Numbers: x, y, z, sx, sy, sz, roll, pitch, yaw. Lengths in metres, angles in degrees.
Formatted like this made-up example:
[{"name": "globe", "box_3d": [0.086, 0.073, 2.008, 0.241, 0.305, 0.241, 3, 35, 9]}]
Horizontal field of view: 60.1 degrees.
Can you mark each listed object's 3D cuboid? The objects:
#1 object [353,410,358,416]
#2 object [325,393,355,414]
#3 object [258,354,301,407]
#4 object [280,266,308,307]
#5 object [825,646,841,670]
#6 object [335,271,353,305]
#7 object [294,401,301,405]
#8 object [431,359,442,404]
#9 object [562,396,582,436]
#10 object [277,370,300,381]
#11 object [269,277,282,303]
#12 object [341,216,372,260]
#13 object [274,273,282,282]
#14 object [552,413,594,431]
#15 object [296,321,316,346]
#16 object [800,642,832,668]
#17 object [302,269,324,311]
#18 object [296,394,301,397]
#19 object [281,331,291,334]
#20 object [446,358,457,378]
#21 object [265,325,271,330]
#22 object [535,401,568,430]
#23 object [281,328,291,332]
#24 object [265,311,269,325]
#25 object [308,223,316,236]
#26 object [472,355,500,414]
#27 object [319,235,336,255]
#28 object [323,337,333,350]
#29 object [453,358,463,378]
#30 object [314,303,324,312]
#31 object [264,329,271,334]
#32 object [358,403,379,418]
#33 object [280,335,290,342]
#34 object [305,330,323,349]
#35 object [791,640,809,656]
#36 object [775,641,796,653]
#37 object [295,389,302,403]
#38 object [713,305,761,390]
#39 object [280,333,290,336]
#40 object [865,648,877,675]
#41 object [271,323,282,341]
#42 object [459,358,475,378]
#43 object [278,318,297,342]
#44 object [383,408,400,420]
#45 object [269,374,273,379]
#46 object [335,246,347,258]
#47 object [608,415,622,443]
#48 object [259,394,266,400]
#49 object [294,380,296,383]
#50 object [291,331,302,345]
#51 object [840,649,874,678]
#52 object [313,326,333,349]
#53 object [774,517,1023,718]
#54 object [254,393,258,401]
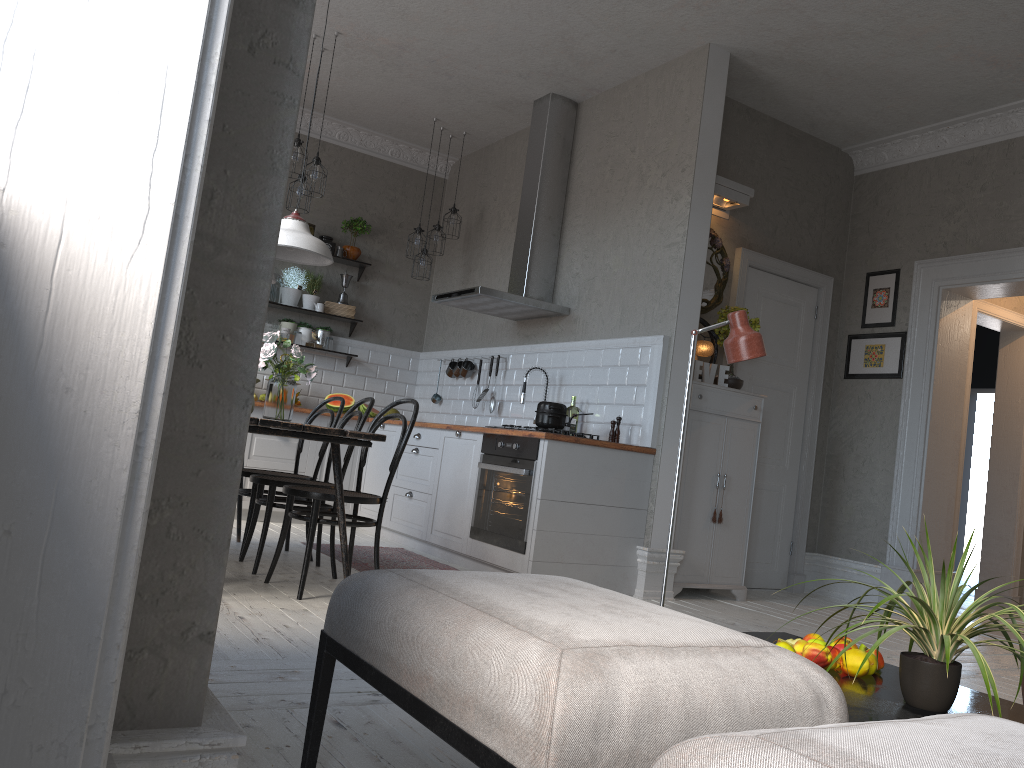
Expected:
[{"name": "object", "box_3d": [-1.304, 0.248, 7.422, 0.202, 0.067, 0.101, 10, -5, -25]}, {"name": "object", "box_3d": [-1.387, 0.158, 7.113, 0.237, 0.174, 0.216, 8, -5, -10]}, {"name": "object", "box_3d": [-1.818, -0.031, 7.038, 0.344, 0.426, 0.359, 3, -6, 43]}, {"name": "object", "box_3d": [-1.797, -0.799, 7.313, 0.247, 0.354, 0.232, 9, -5, -14]}, {"name": "object", "box_3d": [0.783, 0.673, 2.179, 0.059, 0.056, 0.059, 3, -7, 45]}, {"name": "object", "box_3d": [-1.421, -0.809, 7.519, 0.128, 0.288, 0.133, 3, -7, 43]}, {"name": "object", "box_3d": [-1.726, 0.156, 7.030, 0.089, 0.051, 0.069, 6, -5, 16]}, {"name": "object", "box_3d": [-0.617, -0.020, 7.451, 0.078, 0.379, 0.081, 11, -6, -31]}, {"name": "object", "box_3d": [0.394, 0.219, 5.662, 0.091, 0.282, 0.080, 11, -6, -31]}, {"name": "object", "box_3d": [-1.785, -0.084, 7.029, 0.214, 0.101, 0.066, 10, -5, -26]}, {"name": "object", "box_3d": [-1.921, -0.753, 7.131, 0.126, 0.206, 0.124, 8, -5, -9]}, {"name": "object", "box_3d": [-1.336, -1.230, 7.540, 0.262, 0.397, 0.239, 8, -5, -7]}, {"name": "object", "box_3d": [-1.974, -0.778, 7.272, 0.134, 0.264, 0.129, 10, -5, -26]}, {"name": "object", "box_3d": [0.334, 0.229, 5.369, 0.303, 0.134, 0.175, 7, -5, 2]}, {"name": "object", "box_3d": [-1.731, -0.412, 7.369, 0.174, 0.214, 0.147, 8, -5, -2]}, {"name": "object", "box_3d": [0.733, 0.658, 2.136, 0.068, 0.066, 0.069, 10, -5, -27]}, {"name": "object", "box_3d": [-1.656, -0.790, 7.342, 0.167, 0.380, 0.186, 6, -5, 19]}, {"name": "object", "box_3d": [-1.760, 0.082, 7.102, 0.129, 0.056, 0.058, 11, -6, -39]}, {"name": "object", "box_3d": [-1.831, -0.397, 7.150, 0.078, 0.051, 0.076, 9, -5, -13]}, {"name": "object", "box_3d": [-0.475, -0.128, 7.239, 0.110, 0.162, 0.135, 9, -5, -19]}, {"name": "object", "box_3d": [-1.974, -0.427, 7.197, 0.078, 0.083, 0.077, 9, -5, -14]}, {"name": "object", "box_3d": [0.222, 0.180, 5.033, 0.189, 0.147, 0.194, 4, -6, 38]}, {"name": "object", "box_3d": [-1.828, -0.423, 7.152, 0.075, 0.051, 0.079, 3, -6, 44]}, {"name": "object", "box_3d": [-1.990, -0.474, 7.061, 0.080, 0.217, 0.083, 3, -7, 44]}, {"name": "object", "box_3d": [-1.682, -1.264, 7.307, 0.081, 0.113, 0.084, 4, -6, 38]}, {"name": "object", "box_3d": [-0.201, -0.001, 6.687, 0.083, 0.443, 0.322, 10, -6, -31]}, {"name": "object", "box_3d": [-1.573, -1.156, 7.444, 0.145, 0.174, 0.139, 10, -6, -31]}, {"name": "object", "box_3d": [-1.527, -0.334, 7.375, 0.079, 0.108, 0.076, 11, -6, -38]}, {"name": "object", "box_3d": [-0.409, -0.128, 7.131, 0.110, 0.162, 0.134, 10, -5, -29]}, {"name": "object", "box_3d": [-1.587, -0.629, 7.311, 0.106, 0.071, 0.062, 8, -5, -2]}, {"name": "object", "box_3d": [-1.978, -0.394, 7.194, 0.078, 0.083, 0.077, 9, -5, -14]}, {"name": "object", "box_3d": [-1.144, 0.221, 7.209, 0.145, 0.127, 0.229, 3, -6, 41]}, {"name": "object", "box_3d": [-1.836, -0.363, 7.147, 0.079, 0.051, 0.075, 11, -6, -39]}, {"name": "object", "box_3d": [-1.627, -0.367, 7.333, 0.099, 0.147, 0.120, 5, -5, 26]}, {"name": "object", "box_3d": [0.724, 0.667, 2.205, 0.057, 0.058, 0.058, 3, -6, 41]}, {"name": "object", "box_3d": [0.663, 0.658, 2.165, 0.059, 0.055, 0.069, 5, -5, 26]}, {"name": "object", "box_3d": [-1.734, 0.093, 7.109, 0.061, 0.120, 0.125, 8, -5, -7]}, {"name": "object", "box_3d": [1.434, -0.224, 5.717, 0.297, 0.553, 0.341, 7, -5, 3]}, {"name": "object", "box_3d": [-1.833, -0.380, 7.148, 0.079, 0.051, 0.075, 11, -6, -39]}, {"name": "object", "box_3d": [0.868, 0.681, 2.178, 0.061, 0.063, 0.062, 8, -5, 0]}, {"name": "object", "box_3d": [-1.910, -0.417, 7.150, 0.077, 0.139, 0.080, 5, -6, 31]}, {"name": "object", "box_3d": [-0.352, -0.129, 7.020, 0.109, 0.162, 0.135, 9, -5, -14]}, {"name": "object", "box_3d": [-1.858, -0.440, 7.279, 0.153, 0.217, 0.160, 4, -6, 38]}, {"name": "object", "box_3d": [-1.008, 0.261, 7.439, 0.130, 0.119, 0.206, 6, -5, 22]}, {"name": "object", "box_3d": [-1.875, -0.038, 7.008, 0.099, 0.078, 0.098, 3, -7, 45]}, {"name": "object", "box_3d": [-1.433, -1.101, 7.418, 0.095, 0.096, 0.073, 10, -5, -31]}, {"name": "object", "box_3d": [0.604, 0.263, 5.178, 0.074, 0.167, 0.035, 11, -6, -32]}, {"name": "object", "box_3d": [-1.945, 0.112, 6.981, 0.076, 0.072, 0.151, 8, -5, -2]}, {"name": "object", "box_3d": [-1.768, -0.012, 7.046, 0.099, 0.062, 0.077, 5, -5, 31]}, {"name": "object", "box_3d": [-1.762, -0.374, 7.257, 0.079, 0.108, 0.076, 11, -6, -38]}, {"name": "object", "box_3d": [0.823, 0.669, 2.123, 0.071, 0.066, 0.069, 9, -5, -16]}, {"name": "object", "box_3d": [-1.594, -0.385, 7.465, 0.162, 0.213, 0.150, 11, -6, -34]}, {"name": "object", "box_3d": [0.930, 0.498, 1.943, 0.739, 0.420, 0.656, 9, -5, -14]}, {"name": "object", "box_3d": [-2.027, 0.086, 6.713, 0.200, 0.083, 0.185, 10, -5, -31]}]
